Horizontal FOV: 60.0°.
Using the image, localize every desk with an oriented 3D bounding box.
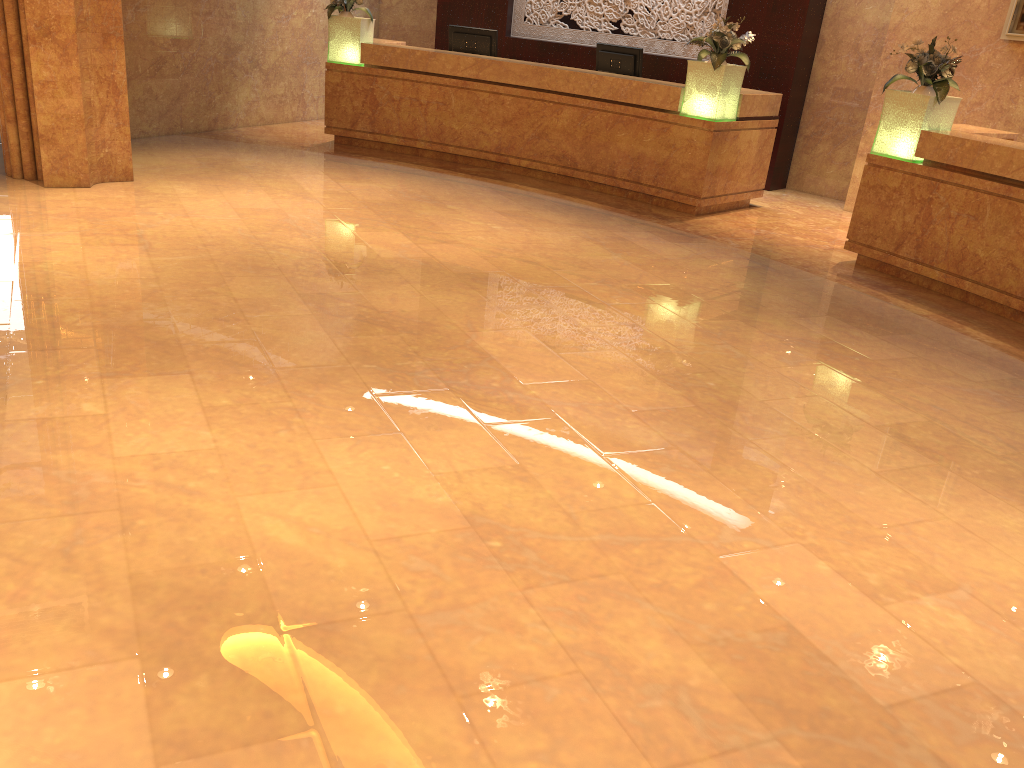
[{"bbox_3d":[0.223,-2.988,9.940,5.227,1.155,1.570,17,26,24],"label":"desk"},{"bbox_3d":[3.685,0.823,1.957,3.466,1.155,12.951,9,23,6],"label":"desk"}]

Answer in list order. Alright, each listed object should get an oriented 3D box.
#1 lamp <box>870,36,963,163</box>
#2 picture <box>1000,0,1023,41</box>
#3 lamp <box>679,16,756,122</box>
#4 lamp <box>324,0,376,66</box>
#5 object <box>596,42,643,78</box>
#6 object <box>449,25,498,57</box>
[{"bbox_3d":[3.242,-2.245,6.971,0.542,0.925,0.577,-5,25,-24],"label":"lamp"},{"bbox_3d":[4.807,-3.430,7.698,0.068,0.890,0.875,-10,28,-34],"label":"picture"},{"bbox_3d":[1.937,-2.987,8.365,0.580,0.923,0.570,-7,27,-29],"label":"lamp"},{"bbox_3d":[-1.859,-4.106,10.016,0.573,0.923,0.598,14,24,18],"label":"lamp"},{"bbox_3d":[0.976,-3.393,9.527,0.397,0.500,0.918,-16,32,-41],"label":"object"},{"bbox_3d":[-0.455,-3.836,10.201,0.430,0.500,0.531,-10,28,-33],"label":"object"}]
